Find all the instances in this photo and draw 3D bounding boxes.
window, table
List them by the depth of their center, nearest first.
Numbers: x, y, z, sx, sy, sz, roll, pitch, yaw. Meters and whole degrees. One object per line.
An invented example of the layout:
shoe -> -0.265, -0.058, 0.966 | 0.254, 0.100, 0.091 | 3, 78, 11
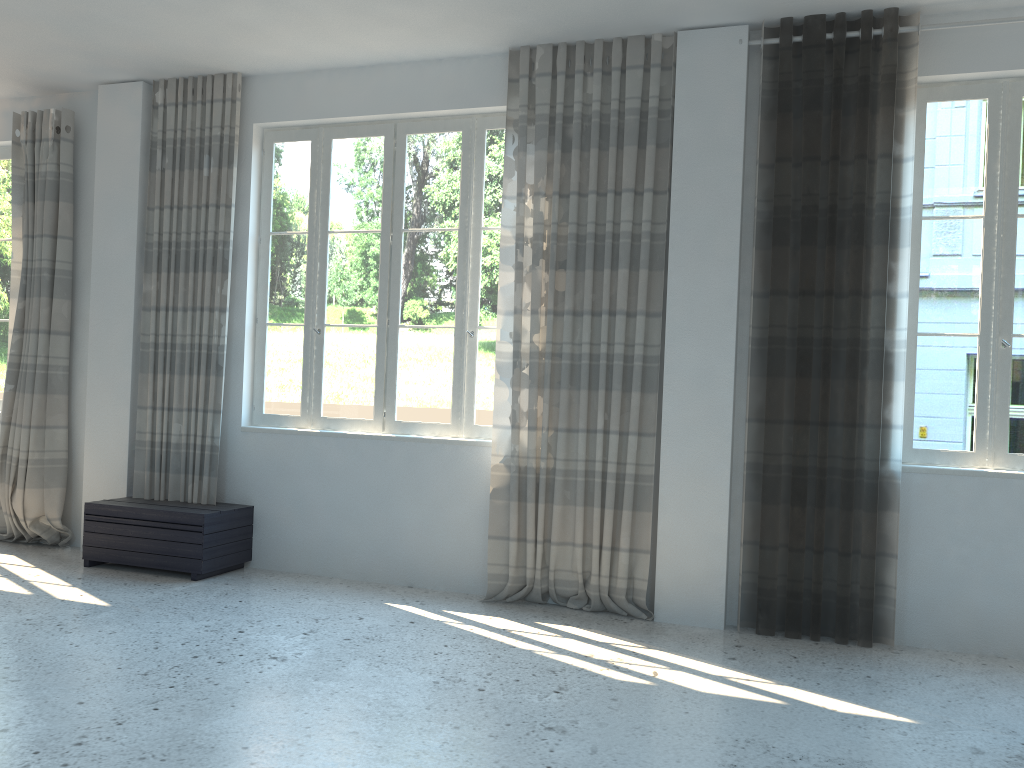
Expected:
window -> 2.974, -0.537, 4.328 | 1.982, 2.009, 0.073 | 2, 0, 19
table -> -2.207, 0.978, 5.729 | 0.925, 0.415, 0.524 | 2, 0, 19
window -> -4.521, -0.811, 6.903 | 1.982, 2.009, 0.042 | 2, 0, 19
window -> 13.451, -7.333, 17.453 | 18.527, 18.540, 32.810 | 2, 0, 23

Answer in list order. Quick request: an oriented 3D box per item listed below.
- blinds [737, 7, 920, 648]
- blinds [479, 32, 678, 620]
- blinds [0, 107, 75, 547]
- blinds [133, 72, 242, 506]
blinds -> 1.631, -0.293, 4.605 | 0.776, 3.231, 0.140 | 2, 0, 19
blinds -> 0.371, -0.359, 5.030 | 1.025, 3.261, 0.183 | 2, 0, 18
blinds -> -3.421, -0.393, 6.302 | 0.845, 3.053, 0.359 | 2, 0, 23
blinds -> -2.170, -0.452, 5.885 | 0.722, 3.261, 0.132 | 2, 0, 18
